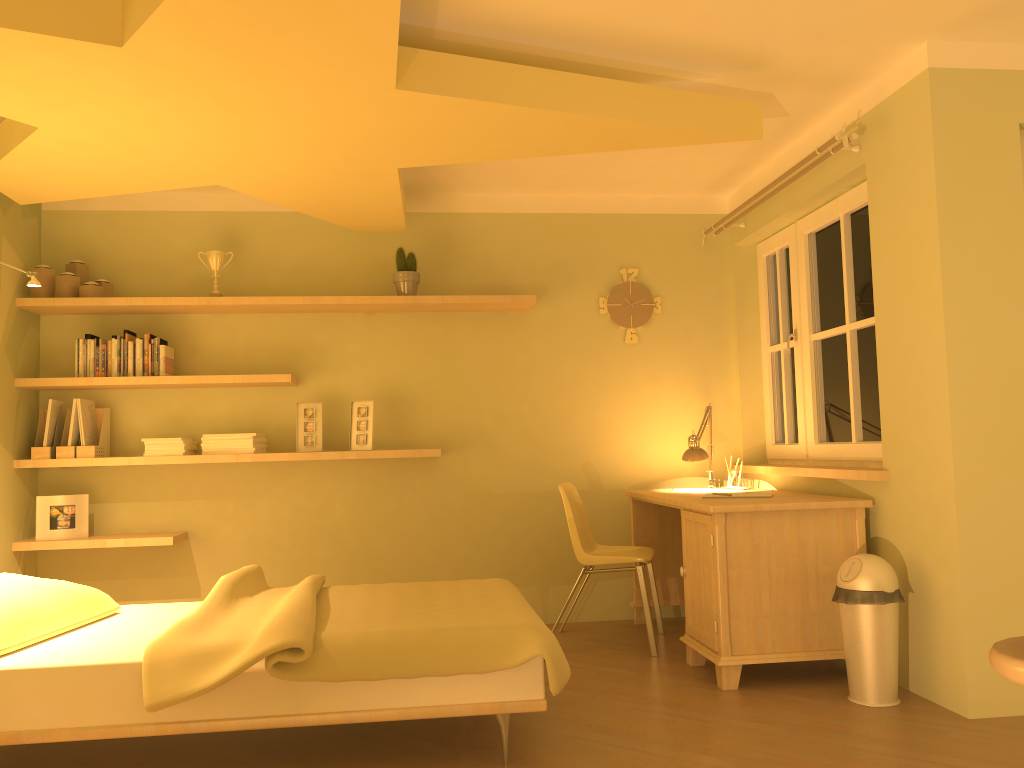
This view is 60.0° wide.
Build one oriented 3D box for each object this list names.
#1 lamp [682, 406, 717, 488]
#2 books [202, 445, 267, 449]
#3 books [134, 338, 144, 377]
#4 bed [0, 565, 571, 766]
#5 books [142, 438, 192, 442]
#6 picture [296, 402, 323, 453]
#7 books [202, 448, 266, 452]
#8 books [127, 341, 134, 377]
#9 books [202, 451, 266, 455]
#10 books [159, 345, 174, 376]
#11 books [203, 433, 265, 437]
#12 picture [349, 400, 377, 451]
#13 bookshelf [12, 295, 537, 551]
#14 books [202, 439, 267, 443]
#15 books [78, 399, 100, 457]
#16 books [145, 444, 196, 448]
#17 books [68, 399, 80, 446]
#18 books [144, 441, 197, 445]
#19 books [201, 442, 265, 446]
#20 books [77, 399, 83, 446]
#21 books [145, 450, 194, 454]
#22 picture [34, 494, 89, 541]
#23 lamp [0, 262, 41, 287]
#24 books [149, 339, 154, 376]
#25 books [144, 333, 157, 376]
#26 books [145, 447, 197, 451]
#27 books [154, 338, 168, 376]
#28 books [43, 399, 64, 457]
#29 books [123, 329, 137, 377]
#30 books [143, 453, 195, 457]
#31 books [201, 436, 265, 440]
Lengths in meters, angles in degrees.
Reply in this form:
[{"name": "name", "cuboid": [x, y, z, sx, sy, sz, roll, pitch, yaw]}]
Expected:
[{"name": "lamp", "cuboid": [1.005, 0.339, 4.776, 0.140, 0.455, 0.484, -3, -4, 18]}, {"name": "books", "cuboid": [-1.437, 0.327, 4.596, 0.270, 0.015, 0.190, -2, -4, 5]}, {"name": "books", "cuboid": [-1.909, -0.127, 4.580, 0.040, 0.203, 0.157, -1, -4, -7]}, {"name": "bed", "cuboid": [-1.045, 0.772, 3.068, 2.378, 0.894, 1.286, -1, -4, -7]}, {"name": "books", "cuboid": [-1.772, 0.288, 4.562, 0.190, 0.015, 0.270, -1, -4, -9]}, {"name": "picture", "cuboid": [-1.070, 0.231, 4.711, 0.134, 0.264, 0.171, -1, -4, -8]}, {"name": "books", "cuboid": [-1.439, 0.342, 4.604, 0.270, 0.015, 0.190, -2, -4, 1]}, {"name": "books", "cuboid": [-1.943, -0.117, 4.567, 0.032, 0.184, 0.173, -1, -4, -7]}, {"name": "books", "cuboid": [-1.439, 0.357, 4.603, 0.270, 0.015, 0.190, -2, -4, 4]}, {"name": "books", "cuboid": [-1.787, -0.110, 4.583, 0.032, 0.163, 0.178, -1, -4, -7]}, {"name": "books", "cuboid": [-1.441, 0.268, 4.609, 0.270, 0.015, 0.190, -1, -4, -1]}, {"name": "picture", "cuboid": [-0.765, 0.223, 4.706, 0.134, 0.264, 0.171, -3, -4, 19]}, {"name": "bookshelf", "cuboid": [-1.165, 0.181, 4.650, 2.605, 1.240, 0.300, -1, -4, -7]}, {"name": "books", "cuboid": [-1.436, 0.297, 4.600, 0.270, 0.015, 0.190, -2, -4, 6]}, {"name": "books", "cuboid": [-2.154, 0.228, 4.522, 0.043, 0.296, 0.210, -1, -4, -7]}, {"name": "books", "cuboid": [-1.754, 0.318, 4.568, 0.190, 0.015, 0.270, -1, -4, -8]}, {"name": "books", "cuboid": [-2.206, 0.229, 4.514, 0.048, 0.297, 0.214, -1, -4, -7]}, {"name": "books", "cuboid": [-1.757, 0.304, 4.577, 0.190, 0.015, 0.270, -1, -4, -5]}, {"name": "books", "cuboid": [-1.443, 0.312, 4.599, 0.270, 0.015, 0.190, -2, -4, 4]}, {"name": "books", "cuboid": [-2.162, 0.228, 4.517, 0.036, 0.296, 0.210, -1, -4, -7]}, {"name": "books", "cuboid": [-1.761, 0.348, 4.568, 0.190, 0.015, 0.270, -1, -4, -11]}, {"name": "picture", "cuboid": [-2.263, 0.668, 4.465, 0.247, 0.219, 0.131, 1, -5, -29]}, {"name": "lamp", "cuboid": [-2.062, -0.458, 3.354, 0.533, 0.178, 0.050, -1, -4, -7]}, {"name": "books", "cuboid": [-1.846, -0.125, 4.588, 0.022, 0.198, 0.157, -1, -4, -7]}, {"name": "books", "cuboid": [-1.875, -0.140, 4.595, 0.032, 0.229, 0.138, -1, -4, -7]}, {"name": "books", "cuboid": [-1.754, 0.334, 4.573, 0.190, 0.015, 0.270, -1, -4, -6]}, {"name": "books", "cuboid": [-1.820, -0.129, 4.591, 0.032, 0.203, 0.157, -1, -4, -7]}, {"name": "books", "cuboid": [-2.331, 0.231, 4.500, 0.048, 0.297, 0.214, -1, -4, -12]}, {"name": "books", "cuboid": [-1.971, -0.148, 4.574, 0.021, 0.247, 0.157, -1, -4, -7]}, {"name": "books", "cuboid": [-1.761, 0.363, 4.567, 0.190, 0.015, 0.270, -1, -4, -8]}, {"name": "books", "cuboid": [-1.449, 0.284, 4.619, 0.270, 0.015, 0.190, -2, -4, 4]}]
